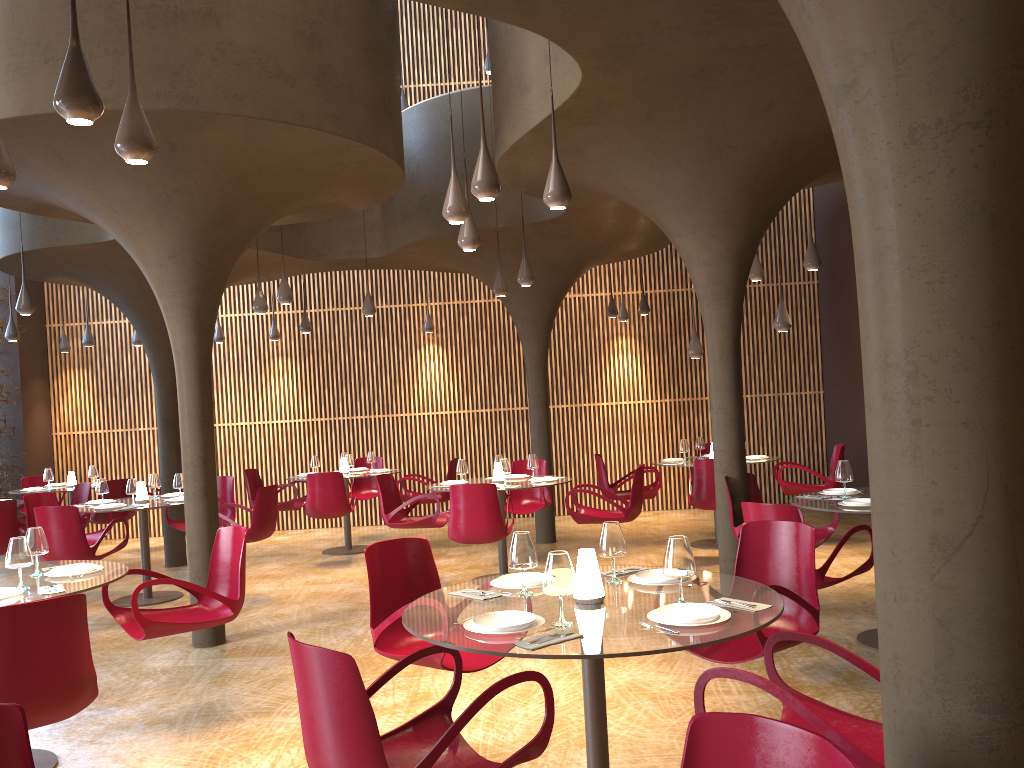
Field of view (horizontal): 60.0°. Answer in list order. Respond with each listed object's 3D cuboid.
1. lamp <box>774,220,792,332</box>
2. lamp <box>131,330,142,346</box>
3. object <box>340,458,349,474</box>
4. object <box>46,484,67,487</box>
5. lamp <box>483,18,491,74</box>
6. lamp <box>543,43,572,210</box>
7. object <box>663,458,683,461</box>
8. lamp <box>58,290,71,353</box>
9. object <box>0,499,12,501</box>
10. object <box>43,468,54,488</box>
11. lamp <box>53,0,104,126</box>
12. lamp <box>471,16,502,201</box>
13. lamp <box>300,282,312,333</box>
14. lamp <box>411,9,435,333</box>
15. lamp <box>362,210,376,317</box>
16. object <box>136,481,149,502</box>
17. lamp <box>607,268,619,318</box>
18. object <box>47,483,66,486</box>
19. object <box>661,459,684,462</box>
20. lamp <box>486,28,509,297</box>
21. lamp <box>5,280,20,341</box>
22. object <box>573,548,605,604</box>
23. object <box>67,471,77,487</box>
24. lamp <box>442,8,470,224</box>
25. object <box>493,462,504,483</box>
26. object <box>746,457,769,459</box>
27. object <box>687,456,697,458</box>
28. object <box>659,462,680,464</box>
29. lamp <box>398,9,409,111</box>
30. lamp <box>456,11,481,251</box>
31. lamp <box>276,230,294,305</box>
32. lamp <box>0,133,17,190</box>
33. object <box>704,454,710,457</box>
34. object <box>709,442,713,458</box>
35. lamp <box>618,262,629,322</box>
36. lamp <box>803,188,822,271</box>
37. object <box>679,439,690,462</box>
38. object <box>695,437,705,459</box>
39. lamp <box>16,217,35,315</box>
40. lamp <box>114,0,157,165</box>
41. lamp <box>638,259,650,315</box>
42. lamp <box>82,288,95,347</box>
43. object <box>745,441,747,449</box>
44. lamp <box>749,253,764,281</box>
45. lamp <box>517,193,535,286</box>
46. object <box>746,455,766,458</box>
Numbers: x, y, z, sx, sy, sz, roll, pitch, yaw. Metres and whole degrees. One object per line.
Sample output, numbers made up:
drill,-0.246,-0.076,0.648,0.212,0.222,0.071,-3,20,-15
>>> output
lamp,2.855,-3.719,9.876,0.195,6.277,0.196,-3,0,-44
lamp,-6.428,-3.772,14.814,0.196,6.277,0.196,-3,0,-14
object,-2.458,1.198,12.971,0.142,0.232,0.144,-3,0,-14
object,-7.069,1.574,13.770,0.332,0.014,0.332,-3,-1,-7
lamp,-0.422,-6.141,14.329,0.196,2.224,0.196,-3,0,-24
lamp,0.138,-4.316,5.944,0.196,6.277,0.196,-3,0,-14
object,2.163,1.019,11.905,0.263,0.029,0.263,-3,-1,13
lamp,-7.919,-3.679,15.342,0.196,6.277,0.195,-3,0,26
object,-6.409,1.472,11.103,0.263,0.029,0.263,-3,-1,-6
object,-7.076,1.432,13.536,0.142,0.295,0.142,-3,0,2
lamp,-2.004,-4.244,3.741,0.196,6.277,0.196,-3,0,36
lamp,-0.330,-4.298,5.576,0.196,6.277,0.196,-3,0,-14
lamp,-3.462,-3.948,14.144,0.196,6.277,0.196,-3,0,16
lamp,-1.603,-4.026,15.316,0.196,6.277,0.196,-3,0,16
lamp,-2.129,-4.063,12.146,0.196,6.277,0.196,-3,0,16
object,-4.260,1.239,10.203,0.142,0.232,0.144,-3,0,-44
lamp,1.468,-4.213,14.400,0.196,6.277,0.196,-3,0,16
object,-7.069,1.564,13.770,0.263,0.029,0.263,-4,-2,45
object,2.164,1.029,11.905,0.332,0.014,0.331,-4,-1,30
lamp,-0.305,-4.193,10.699,0.196,6.277,0.196,-3,0,36
lamp,-7.433,-3.757,12.876,0.196,6.277,0.195,-3,0,26
object,0.341,0.858,3.976,0.142,0.232,0.144,-3,0,-39
object,-6.671,1.438,13.426,0.144,0.232,0.142,-3,0,-24
lamp,-0.562,-4.271,6.238,0.196,6.277,0.195,-3,0,26
object,-0.156,1.013,10.165,0.142,0.232,0.144,-3,0,-24
object,3.185,0.966,11.574,0.332,0.014,0.332,-3,-1,-10
object,2.515,1.027,12.408,0.126,0.017,0.262,-4,-1,18
object,2.061,1.036,11.621,0.262,0.017,0.126,-3,-1,16
lamp,-1.776,-5.708,13.929,0.196,2.962,0.196,-3,0,-14
lamp,-0.525,-4.250,7.377,0.196,6.277,0.195,-3,0,36
lamp,-2.817,-4.063,10.331,0.196,6.277,0.196,-3,0,36
lamp,-2.905,-4.175,4.680,0.196,6.277,0.196,-3,0,6
object,2.795,0.993,12.297,0.263,0.029,0.263,-4,-1,28
object,2.690,0.891,11.775,0.144,0.232,0.142,-3,0,-4
lamp,1.750,-4.212,15.220,0.196,6.277,0.196,-3,0,26
lamp,3.180,-4.401,9.860,0.195,6.277,0.196,-3,0,-44
object,2.276,0.881,11.704,0.142,0.295,0.142,-3,0,-41
object,2.585,0.874,12.181,0.142,0.295,0.142,-3,0,-17
lamp,-5.652,-3.915,9.974,0.195,6.277,0.196,-3,0,-44
lamp,-2.024,-4.230,4.359,0.196,6.277,0.196,-3,0,6
lamp,1.953,-4.244,14.213,0.196,6.277,0.196,-3,0,16
lamp,-7.083,-3.744,14.454,0.196,6.277,0.195,-3,0,26
object,3.044,0.841,11.764,0.142,0.295,0.142,-3,0,-11
lamp,2.734,-4.363,10.525,0.195,6.277,0.196,-3,0,-44
lamp,-0.012,-4.227,9.845,0.196,6.277,0.196,-3,0,36
object,3.185,0.956,11.574,0.263,0.029,0.263,-3,-1,-4
